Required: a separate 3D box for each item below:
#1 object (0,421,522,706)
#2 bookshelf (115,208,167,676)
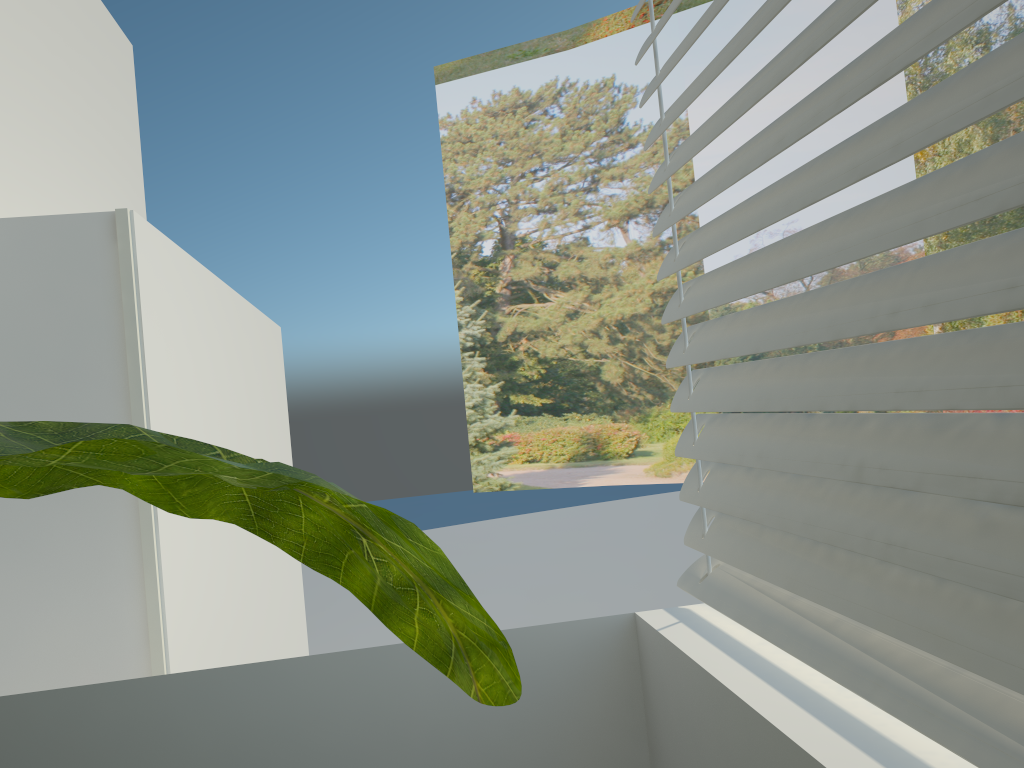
[{"bbox_3d":[-0.437,0.532,0.294,1.026,1.199,1.119,-4,-2,-29],"label":"object"},{"bbox_3d":[-0.981,0.452,2.495,0.502,1.497,2.098,-5,-2,-8],"label":"bookshelf"}]
